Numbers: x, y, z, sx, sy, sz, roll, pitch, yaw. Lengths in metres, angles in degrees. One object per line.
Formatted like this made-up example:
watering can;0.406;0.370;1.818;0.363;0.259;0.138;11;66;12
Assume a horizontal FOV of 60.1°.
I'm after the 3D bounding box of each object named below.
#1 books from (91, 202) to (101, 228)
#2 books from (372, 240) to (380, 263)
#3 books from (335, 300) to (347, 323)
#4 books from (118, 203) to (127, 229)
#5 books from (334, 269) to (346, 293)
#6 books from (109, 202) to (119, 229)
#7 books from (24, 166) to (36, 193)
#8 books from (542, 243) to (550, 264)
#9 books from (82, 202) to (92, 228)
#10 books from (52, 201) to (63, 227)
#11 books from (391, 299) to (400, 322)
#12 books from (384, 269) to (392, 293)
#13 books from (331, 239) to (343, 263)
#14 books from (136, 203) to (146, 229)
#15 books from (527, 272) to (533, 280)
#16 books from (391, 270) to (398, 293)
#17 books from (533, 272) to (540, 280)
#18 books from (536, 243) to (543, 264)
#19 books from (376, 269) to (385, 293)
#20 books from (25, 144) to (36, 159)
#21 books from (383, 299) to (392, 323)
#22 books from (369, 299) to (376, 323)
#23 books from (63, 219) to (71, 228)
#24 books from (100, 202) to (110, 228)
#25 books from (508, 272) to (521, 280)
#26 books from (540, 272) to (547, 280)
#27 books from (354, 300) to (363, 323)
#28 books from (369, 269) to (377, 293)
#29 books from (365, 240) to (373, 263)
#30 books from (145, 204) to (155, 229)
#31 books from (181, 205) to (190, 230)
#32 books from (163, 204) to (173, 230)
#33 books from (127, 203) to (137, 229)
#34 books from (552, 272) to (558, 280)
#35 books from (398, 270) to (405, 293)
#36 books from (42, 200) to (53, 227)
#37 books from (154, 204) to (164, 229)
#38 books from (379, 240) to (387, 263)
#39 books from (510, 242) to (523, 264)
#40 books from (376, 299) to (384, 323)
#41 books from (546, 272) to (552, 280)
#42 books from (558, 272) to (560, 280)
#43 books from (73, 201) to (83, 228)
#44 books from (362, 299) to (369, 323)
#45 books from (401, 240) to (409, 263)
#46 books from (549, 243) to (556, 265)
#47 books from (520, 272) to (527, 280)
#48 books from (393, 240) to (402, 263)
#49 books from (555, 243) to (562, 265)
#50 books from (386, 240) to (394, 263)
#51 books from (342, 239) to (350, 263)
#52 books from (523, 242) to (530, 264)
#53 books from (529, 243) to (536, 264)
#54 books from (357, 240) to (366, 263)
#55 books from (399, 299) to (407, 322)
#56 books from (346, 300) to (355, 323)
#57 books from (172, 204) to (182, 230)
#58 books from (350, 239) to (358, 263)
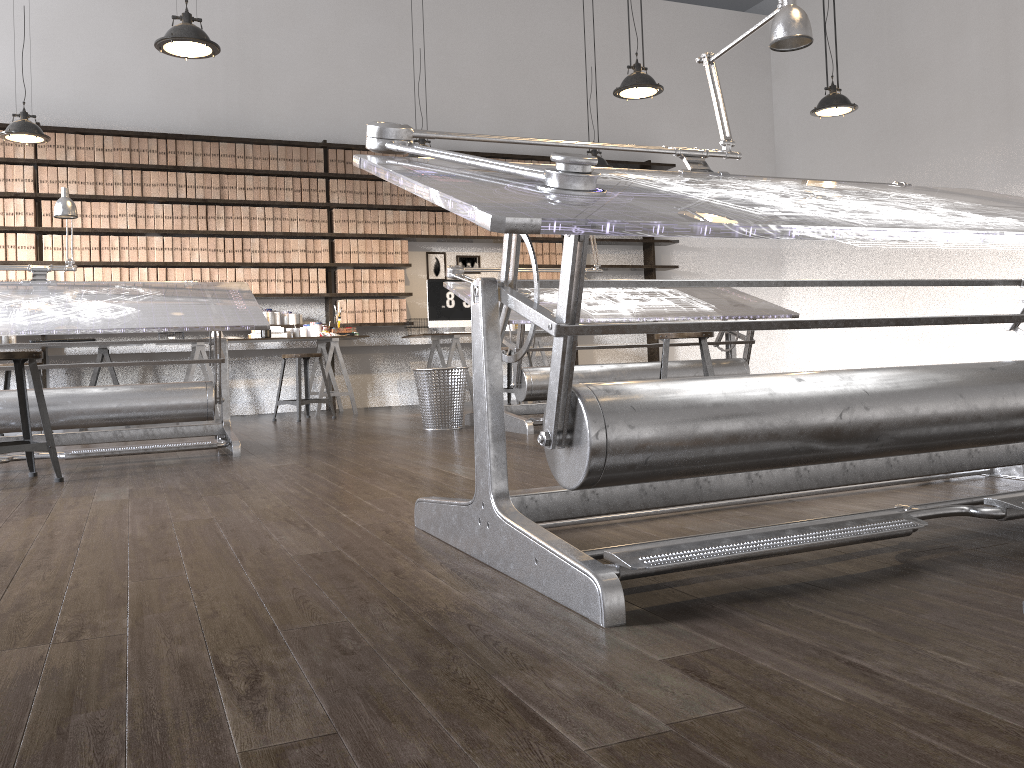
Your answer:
books;-3.447;-1.383;7.350;0.067;0.226;0.174;-2;0;-23
books;-1.292;-1.222;8.263;0.067;0.226;0.174;-2;0;-23
books;-1.568;-0.655;8.125;0.067;0.226;0.174;-2;0;-23
books;-3.265;-1.392;7.425;0.067;0.226;0.174;-2;0;-23
books;-1.582;-0.932;8.134;0.067;0.226;0.174;-2;0;-23
books;-3.324;-1.389;7.402;0.067;0.226;0.174;-2;0;-23
books;-3.895;-1.635;7.162;0.067;0.226;0.174;-2;0;-23
books;0.311;-1.305;8.957;0.067;0.226;0.174;-2;0;-23
books;-3.512;-1.380;7.321;0.067;0.226;0.174;-2;0;-23
books;-3.710;-1.369;7.231;0.067;0.226;0.174;-2;0;-23
books;-1.115;-0.678;8.319;0.067;0.226;0.174;-2;0;-23
books;-1.185;-0.952;8.298;0.067;0.226;0.174;-2;0;-23
books;-1.608;-1.206;8.134;0.067;0.226;0.174;-2;0;-23
books;-3.135;-1.399;7.484;0.067;0.226;0.174;-2;0;-23
books;0.149;-1.021;8.882;0.067;0.226;0.174;-2;0;-23
books;-1.126;-0.955;8.329;0.067;0.226;0.174;-2;0;-23
books;0.215;-1.024;8.906;0.067;0.226;0.174;-2;0;-23
books;0.240;-1.301;8.932;0.067;0.226;0.174;-2;0;-23
books;-1.249;-0.949;8.277;0.067;0.226;0.174;-2;0;-23
books;-3.899;-1.913;7.170;0.067;0.226;0.174;-2;0;-23
books;-1.182;-0.675;8.295;0.067;0.226;0.174;-2;0;-23
books;-1.318;-0.668;8.236;0.067;0.226;0.174;-2;0;-23
books;-3.643;-1.373;7.266;0.067;0.226;0.174;-2;0;-23
books;-3.383;-1.386;7.371;0.067;0.226;0.174;-2;0;-23
books;0.023;-1.014;8.821;0.067;0.226;0.174;-2;0;-23
books;0.283;-1.028;8.932;0.067;0.226;0.174;-2;0;-23
books;-1.434;-0.661;8.179;0.067;0.226;0.174;-2;0;-23
books;-1.314;-0.946;8.249;0.067;0.226;0.174;-2;0;-23
books;-1.355;-1.219;8.241;0.067;0.226;0.174;-2;0;-23
books;-3.072;-1.402;7.513;0.067;0.226;0.174;-2;0;-23
books;-2.816;-1.415;7.620;0.067;0.226;0.174;-2;0;-23
books;-2.938;-1.409;7.563;0.067;0.226;0.174;-2;0;-23
books;-3.198;-1.396;7.452;0.067;0.226;0.174;-2;0;-23
books;0.400;-1.034;8.987;0.067;0.226;0.174;-2;0;-23
books;-1.067;-0.958;8.352;0.067;0.226;0.174;-2;0;-23
books;-3.780;-1.366;7.207;0.067;0.226;0.174;-2;0;-23
books;-3.006;-1.406;7.537;0.067;0.226;0.174;-2;0;-23
books;-1.232;-1.225;8.296;0.067;0.226;0.174;-2;0;-23
books;0.045;-1.291;8.847;0.067;0.226;0.174;-2;0;-23
books;-1.248;-0.671;8.261;0.067;0.226;0.174;-2;0;-23
books;0.344;-1.031;8.958;0.067;0.226;0.174;-2;0;-23
books;0.464;-1.037;9.016;0.067;0.226;0.174;-2;0;-23
books;-3.576;-1.376;7.290;0.067;0.226;0.174;-2;0;-23
books;-1.378;-0.664;8.208;0.067;0.226;0.174;-2;0;-23
books;-1.037;-1.235;8.381;0.067;0.226;0.174;-2;0;-23
books;0.377;-1.308;8.991;0.067;0.226;0.174;-2;0;-23
books;0.086;-1.018;8.853;0.067;0.226;0.174;-2;0;-23
books;-1.100;-1.232;8.348;0.067;0.226;0.174;-2;0;-23
books;0.447;-1.312;9.019;0.067;0.226;0.174;-2;0;-23
books;-1.167;-1.229;8.324;0.067;0.226;0.174;-2;0;-23
books;-1.544;-1.209;8.160;0.067;0.226;0.174;-2;0;-23
books;0.110;-1.295;8.875;0.067;0.226;0.174;-2;0;-23
books;0.177;-1.298;8.900;0.067;0.226;0.174;-2;0;-23
books;-1.412;-1.216;8.215;0.067;0.226;0.174;-2;0;-23
books;-1.051;-0.681;8.351;0.067;0.226;0.174;-2;0;-23
books;-1.500;-0.658;8.150;0.067;0.226;0.174;-2;0;-23
books;-2.872;-1.412;7.591;0.067;0.226;0.174;-2;0;-23
books;-1.478;-1.213;8.184;0.067;0.226;0.174;-2;0;-23
